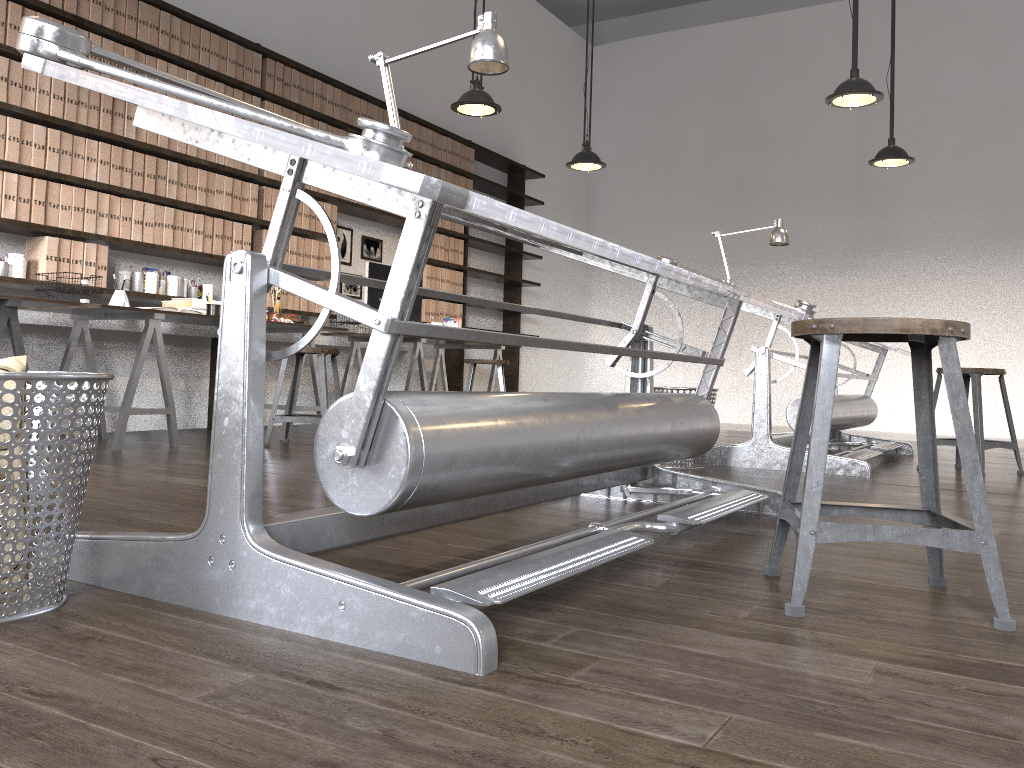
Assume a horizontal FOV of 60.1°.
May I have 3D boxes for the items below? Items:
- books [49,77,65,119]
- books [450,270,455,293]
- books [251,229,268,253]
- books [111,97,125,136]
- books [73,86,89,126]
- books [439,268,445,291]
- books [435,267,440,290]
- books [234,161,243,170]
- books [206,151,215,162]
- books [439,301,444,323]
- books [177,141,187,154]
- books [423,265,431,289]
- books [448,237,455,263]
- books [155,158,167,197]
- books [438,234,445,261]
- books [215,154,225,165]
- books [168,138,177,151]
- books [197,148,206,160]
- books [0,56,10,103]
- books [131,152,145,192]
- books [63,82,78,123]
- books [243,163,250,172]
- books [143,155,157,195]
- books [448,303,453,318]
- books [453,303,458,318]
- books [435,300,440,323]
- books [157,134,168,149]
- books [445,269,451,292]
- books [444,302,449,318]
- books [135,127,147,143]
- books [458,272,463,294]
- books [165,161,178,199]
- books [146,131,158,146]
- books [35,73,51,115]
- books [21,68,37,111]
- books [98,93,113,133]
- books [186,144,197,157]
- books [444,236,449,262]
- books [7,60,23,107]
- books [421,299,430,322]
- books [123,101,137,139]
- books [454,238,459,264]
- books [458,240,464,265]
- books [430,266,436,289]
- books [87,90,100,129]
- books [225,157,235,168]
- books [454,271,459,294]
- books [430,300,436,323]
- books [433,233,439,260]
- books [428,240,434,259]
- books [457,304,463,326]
[{"bbox_3d":[-2.348,-1.440,4.480,0.174,0.226,0.066,1,-3,30],"label":"books"},{"bbox_3d":[-0.576,-0.852,7.517,0.174,0.226,0.067,1,-3,30],"label":"books"},{"bbox_3d":[-1.638,-0.876,5.715,0.174,0.226,0.066,1,-3,30],"label":"books"},{"bbox_3d":[-2.178,-1.436,4.785,0.174,0.226,0.066,1,-3,30],"label":"books"},{"bbox_3d":[-2.284,-1.438,4.599,0.174,0.226,0.066,1,-3,30],"label":"books"},{"bbox_3d":[-0.649,-0.854,7.399,0.174,0.226,0.066,1,-3,30],"label":"books"},{"bbox_3d":[-0.688,-0.855,7.341,0.174,0.226,0.066,1,-3,30],"label":"books"},{"bbox_3d":[-1.753,-1.426,5.498,0.174,0.226,0.067,1,-3,30],"label":"books"},{"bbox_3d":[-1.864,-1.429,5.322,0.174,0.226,0.066,1,-3,30],"label":"books"},{"bbox_3d":[-0.657,-0.576,7.389,0.174,0.226,0.066,1,-3,30],"label":"books"},{"bbox_3d":[-1.968,-1.431,5.137,0.174,0.226,0.066,1,-3,30],"label":"books"},{"bbox_3d":[-0.753,-0.856,7.217,0.174,0.226,0.067,1,-3,30],"label":"books"},{"bbox_3d":[-0.580,-1.128,7.511,0.174,0.226,0.067,1,-3,30],"label":"books"},{"bbox_3d":[-2.043,-1.155,5.018,0.174,0.226,0.066,1,-3,30],"label":"books"},{"bbox_3d":[-0.654,-1.129,7.385,0.174,0.226,0.066,1,-3,30],"label":"books"},{"bbox_3d":[-1.826,-1.428,5.380,0.174,0.226,0.066,1,-3,30],"label":"books"},{"bbox_3d":[-2.001,-1.432,5.083,0.174,0.226,0.066,1,-3,30],"label":"books"},{"bbox_3d":[-1.898,-1.429,5.261,0.174,0.226,0.066,1,-3,30],"label":"books"},{"bbox_3d":[-2.492,-1.443,4.237,0.174,0.226,0.067,1,-3,30],"label":"books"},{"bbox_3d":[-2.118,-1.157,4.890,0.174,0.226,0.066,1,-3,30],"label":"books"},{"bbox_3d":[-2.312,-1.439,4.542,0.174,0.226,0.067,1,-3,30],"label":"books"},{"bbox_3d":[-1.725,-1.425,5.555,0.174,0.226,0.066,1,-3,30],"label":"books"},{"bbox_3d":[-2.076,-1.156,4.951,0.174,0.226,0.067,1,-3,30],"label":"books"},{"bbox_3d":[-0.590,-0.575,7.508,0.174,0.226,0.066,1,-3,30],"label":"books"},{"bbox_3d":[-0.556,-0.574,7.569,0.174,0.226,0.066,1,-3,30],"label":"books"},{"bbox_3d":[-0.690,-0.577,7.336,0.174,0.226,0.066,1,-3,30],"label":"books"},{"bbox_3d":[-2.031,-1.432,5.023,0.174,0.226,0.067,1,-3,30],"label":"books"},{"bbox_3d":[-0.610,-0.853,7.460,0.174,0.226,0.066,1,-3,30],"label":"books"},{"bbox_3d":[-0.622,-0.575,7.446,0.174,0.226,0.067,1,-3,30],"label":"books"},{"bbox_3d":[-2.106,-1.434,4.907,0.174,0.226,0.066,1,-3,30],"label":"books"},{"bbox_3d":[-0.514,-0.851,7.635,0.174,0.226,0.066,1,-3,30],"label":"books"},{"bbox_3d":[-2.003,-1.154,5.077,0.174,0.226,0.066,1,-3,30],"label":"books"},{"bbox_3d":[-2.070,-1.433,4.968,0.174,0.226,0.066,1,-3,30],"label":"books"},{"bbox_3d":[-2.388,-1.441,4.419,0.174,0.226,0.066,1,-3,30],"label":"books"},{"bbox_3d":[-2.426,-1.441,4.361,0.174,0.226,0.066,1,-3,30],"label":"books"},{"bbox_3d":[-2.211,-1.436,4.718,0.174,0.226,0.067,1,-3,30],"label":"books"},{"bbox_3d":[-1.930,-1.430,5.198,0.174,0.226,0.067,1,-3,30],"label":"books"},{"bbox_3d":[-0.623,-1.129,7.449,0.174,0.226,0.066,1,-3,30],"label":"books"},{"bbox_3d":[-2.460,-1.442,4.300,0.174,0.226,0.066,1,-3,30],"label":"books"},{"bbox_3d":[-0.759,-0.579,7.221,0.174,0.226,0.066,1,-3,30],"label":"books"},{"bbox_3d":[-2.138,-1.435,4.844,0.174,0.226,0.066,1,-3,30],"label":"books"},{"bbox_3d":[-0.548,-1.127,7.577,0.174,0.226,0.066,1,-3,30],"label":"books"},{"bbox_3d":[-0.507,-1.126,7.642,0.174,0.226,0.066,1,-3,30],"label":"books"},{"bbox_3d":[-0.721,-0.855,7.280,0.174,0.226,0.066,1,-3,30],"label":"books"},{"bbox_3d":[-2.253,-1.437,4.656,0.174,0.226,0.066,1,-3,30],"label":"books"},{"bbox_3d":[-1.787,-1.427,5.441,0.174,0.226,0.066,1,-3,30],"label":"books"},{"bbox_3d":[-0.548,-0.851,7.574,0.174,0.226,0.066,1,-3,30],"label":"books"},{"bbox_3d":[-0.720,-0.578,7.276,0.174,0.226,0.067,1,-3,30],"label":"books"},{"bbox_3d":[-0.694,-1.130,7.326,0.174,0.226,0.066,1,-3,30],"label":"books"},{"bbox_3d":[-0.729,-1.131,7.265,0.174,0.226,0.066,1,-3,30],"label":"books"},{"bbox_3d":[-0.517,-0.573,7.622,0.174,0.226,0.067,1,-3,30],"label":"books"}]
